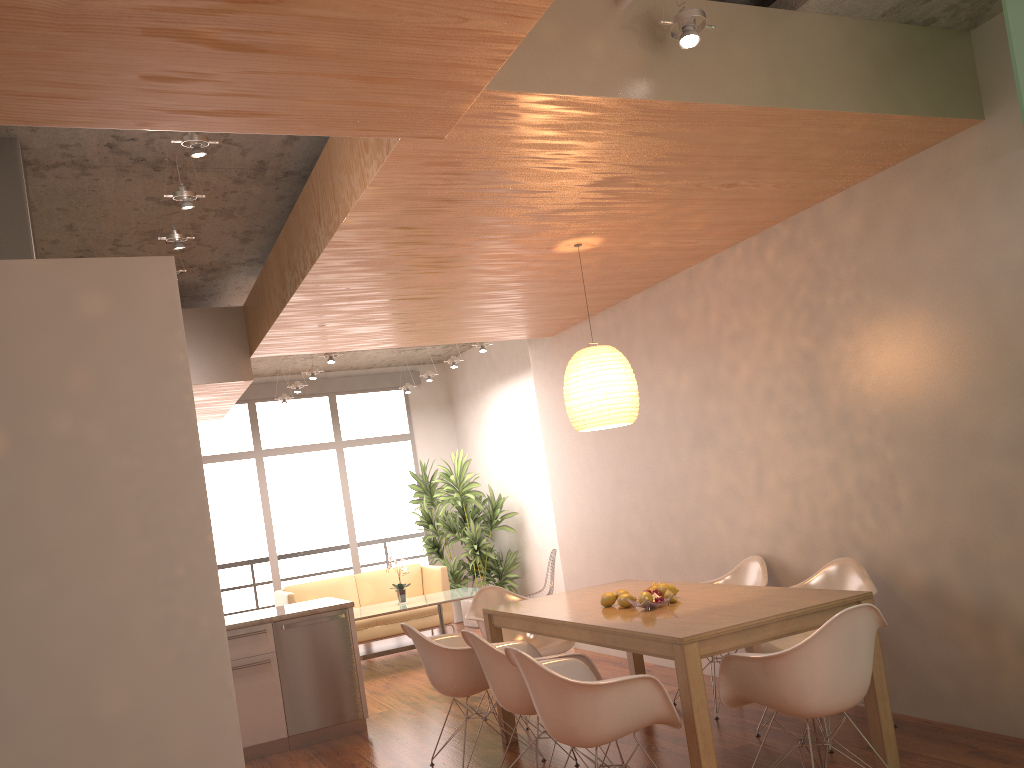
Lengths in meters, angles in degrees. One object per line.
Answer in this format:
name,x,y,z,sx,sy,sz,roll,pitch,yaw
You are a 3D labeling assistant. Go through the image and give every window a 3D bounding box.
window,-4.869,1.802,10.109,8.501,3.268,0.063,-6,-3,-24

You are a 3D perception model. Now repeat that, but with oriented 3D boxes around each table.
table,0.765,1.540,4.616,1.019,0.806,2.101,-6,-7,-25
table,-1.114,2.466,8.727,1.858,0.557,0.952,-5,-7,-25

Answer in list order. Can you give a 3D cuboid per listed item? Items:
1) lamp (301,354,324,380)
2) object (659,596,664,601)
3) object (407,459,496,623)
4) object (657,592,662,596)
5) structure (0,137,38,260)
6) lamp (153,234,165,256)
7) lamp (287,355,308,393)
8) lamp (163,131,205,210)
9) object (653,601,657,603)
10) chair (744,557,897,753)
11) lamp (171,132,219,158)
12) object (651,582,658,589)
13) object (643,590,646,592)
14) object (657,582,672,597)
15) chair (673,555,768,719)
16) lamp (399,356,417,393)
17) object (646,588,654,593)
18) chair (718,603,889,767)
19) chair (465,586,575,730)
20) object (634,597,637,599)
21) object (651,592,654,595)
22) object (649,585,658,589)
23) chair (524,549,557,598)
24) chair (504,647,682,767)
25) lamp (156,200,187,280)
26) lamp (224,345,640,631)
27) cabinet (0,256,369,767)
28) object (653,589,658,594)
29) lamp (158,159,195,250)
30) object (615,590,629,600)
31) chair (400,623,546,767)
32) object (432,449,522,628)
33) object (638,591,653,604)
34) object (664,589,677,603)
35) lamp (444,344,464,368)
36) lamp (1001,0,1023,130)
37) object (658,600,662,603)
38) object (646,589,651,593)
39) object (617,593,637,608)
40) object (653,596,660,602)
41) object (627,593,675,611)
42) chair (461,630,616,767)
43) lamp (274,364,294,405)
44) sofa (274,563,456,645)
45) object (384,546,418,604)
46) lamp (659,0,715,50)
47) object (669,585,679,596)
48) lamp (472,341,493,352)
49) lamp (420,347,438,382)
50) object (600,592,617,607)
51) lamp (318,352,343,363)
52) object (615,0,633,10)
lamp,-2.032,-0.287,8.895,0.135,0.481,0.197,-10,-3,32
object,0.744,1.070,4.396,0.026,0.026,0.023,-8,-4,-12
object,-0.710,1.942,11.200,1.077,2.097,0.973,-8,-3,-7
object,0.754,1.078,4.520,0.026,0.026,0.024,-6,-5,-25
structure,-2.318,-0.534,4.052,0.253,1.129,0.265,-8,-2,-25
lamp,-2.175,-0.708,5.470,0.104,0.469,0.152,-10,-3,32
lamp,-2.367,-0.143,9.642,0.135,0.481,0.197,-10,-3,32
lamp,-1.477,-1.009,3.915,0.104,0.469,0.152,-10,-3,32
object,0.706,1.086,4.366,0.026,0.025,0.026,-8,-5,-1
chair,1.619,1.393,4.657,0.637,0.858,0.693,-6,-5,-35
lamp,-1.245,-1.108,3.400,0.104,0.469,0.152,-10,-3,32
object,0.760,1.092,4.644,0.072,0.100,0.074,-9,-4,10
object,0.689,1.076,4.560,0.026,0.026,0.025,-11,-5,32
object,0.788,1.068,4.557,0.073,0.093,0.076,-7,-4,-17
chair,1.319,1.543,5.483,0.638,0.858,0.693,-7,-4,-25
lamp,-1.325,-0.124,11.019,0.135,0.481,0.197,-10,-3,32
object,0.723,1.098,4.585,0.079,0.074,0.083,-11,-5,29
chair,1.242,1.319,3.627,0.678,0.858,0.651,-6,-4,-30
chair,0.070,1.785,5.925,0.678,0.858,0.651,-5,-5,-40
object,0.650,1.145,4.696,0.026,0.023,0.026,-7,-5,-21
object,0.728,1.076,4.528,0.023,0.026,0.026,-4,-6,-44
object,0.726,1.058,4.569,0.065,0.022,0.070,-12,-7,25
chair,0.216,2.056,8.404,0.560,0.897,0.547,-8,-3,-5
chair,0.338,1.456,3.690,0.637,0.845,0.693,-6,-4,-30
lamp,-1.943,-0.808,4.952,0.104,0.469,0.152,-10,-3,32
lamp,-1.162,0.775,5.321,3.194,1.341,3.108,-6,-7,-25
cabinet,-1.445,1.113,4.497,1.900,2.265,4.301,-7,-6,-25
object,0.734,1.061,4.518,0.023,0.026,0.026,-4,-6,-44
lamp,-1.710,-0.909,4.434,0.104,0.469,0.152,-10,-3,32
object,0.587,1.126,4.671,0.081,0.077,0.078,-12,-6,40
chair,-0.250,1.710,4.959,0.637,0.858,0.693,-6,-4,-30
object,-0.420,1.822,10.589,0.962,2.097,1.089,-8,-3,-12
object,0.660,1.059,4.351,0.081,0.071,0.082,-13,-6,41
object,0.798,1.069,4.451,0.063,0.068,0.074,-9,-5,12
lamp,-0.653,-0.413,9.525,0.135,0.481,0.197,-10,-3,32
lamp,0.560,0.179,3.963,0.444,3.380,8.294,-8,-6,-7
object,0.729,1.083,4.360,0.025,0.026,0.026,-9,-4,4
object,0.702,1.068,4.535,0.026,0.026,0.024,-9,-4,7
object,0.584,1.108,4.516,0.080,0.071,0.084,-5,-6,-36
object,0.708,1.084,4.412,0.076,0.043,0.093,-11,-7,21
object,0.689,1.080,4.369,0.173,0.060,0.176,-5,-7,-25
chair,0.122,1.578,4.351,0.637,0.858,0.693,-6,-4,-30
lamp,-2.703,0.002,10.389,0.135,0.481,0.197,-10,-3,32
sofa,-1.649,2.555,9.902,1.789,0.834,0.890,-6,-5,-25
object,-1.111,1.886,8.753,0.295,0.587,0.375,-7,-4,-31
lamp,0.585,-1.413,3.074,0.135,0.481,0.197,-10,-3,32
object,0.820,1.086,4.621,0.080,0.071,0.084,-5,-6,-36
lamp,-0.318,-0.557,8.778,0.135,0.481,0.197,-10,-3,32
lamp,-0.989,-0.268,10.272,0.135,0.481,0.197,-10,-3,32
object,0.506,1.136,4.650,0.077,0.077,0.081,-5,-6,-39
lamp,-1.696,-0.432,8.148,0.135,0.481,0.197,-10,-3,32
object,1.262,-1.780,1.091,0.134,0.111,4.542,-6,-7,-25
